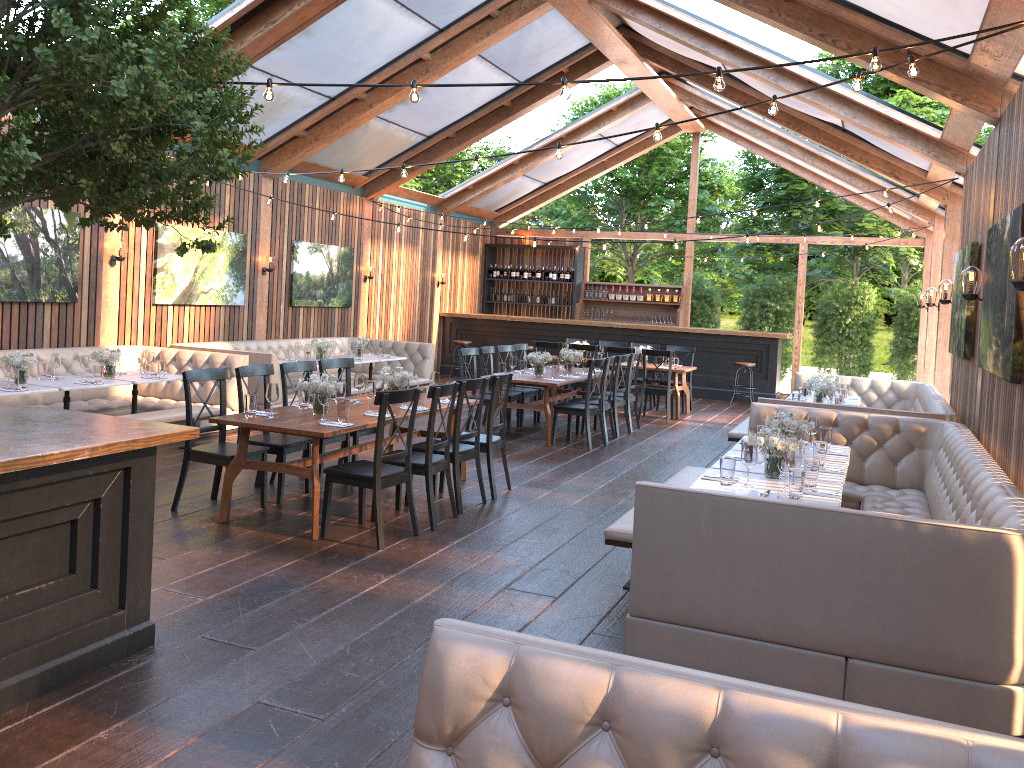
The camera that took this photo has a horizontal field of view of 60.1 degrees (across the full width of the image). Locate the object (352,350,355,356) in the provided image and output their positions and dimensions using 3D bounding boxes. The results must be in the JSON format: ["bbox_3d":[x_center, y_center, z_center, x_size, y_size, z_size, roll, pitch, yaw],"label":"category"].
[{"bbox_3d":[-2.339,-0.493,13.064,0.092,0.158,0.092,4,3,9],"label":"object"}]

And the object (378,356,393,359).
[{"bbox_3d":[-1.862,-0.393,13.016,0.255,0.019,0.158,5,6,23],"label":"object"}]

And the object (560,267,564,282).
[{"bbox_3d":[1.090,-2.381,19.244,0.078,0.311,0.078,4,2,17],"label":"object"}]

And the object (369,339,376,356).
[{"bbox_3d":[-2.097,-0.545,13.282,0.092,0.244,0.092,2,3,-25],"label":"object"}]

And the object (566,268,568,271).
[{"bbox_3d":[1.197,-2.387,19.377,0.077,0.308,0.077,3,2,1],"label":"object"}]

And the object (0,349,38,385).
[{"bbox_3d":[-4.302,-0.146,7.744,0.337,0.309,0.329,6,5,34],"label":"object"}]

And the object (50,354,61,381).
[{"bbox_3d":[-4.239,-0.156,8.210,0.092,0.244,0.092,2,2,-20],"label":"object"}]

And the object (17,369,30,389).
[{"bbox_3d":[-4.167,-0.044,7.545,0.092,0.158,0.092,4,3,9],"label":"object"}]

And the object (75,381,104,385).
[{"bbox_3d":[-3.884,-0.013,8.093,0.255,0.019,0.158,5,6,23],"label":"object"}]

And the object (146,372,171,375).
[{"bbox_3d":[-3.685,-0.111,9.192,0.158,0.019,0.255,5,6,22],"label":"object"}]

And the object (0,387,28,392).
[{"bbox_3d":[-4.187,0.041,7.381,0.255,0.019,0.158,5,6,23],"label":"object"}]

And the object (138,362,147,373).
[{"bbox_3d":[-3.847,-0.191,9.205,0.092,0.158,0.092,1,3,-31],"label":"object"}]

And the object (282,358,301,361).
[{"bbox_3d":[-2.919,-0.329,11.797,0.255,0.019,0.158,5,6,23],"label":"object"}]

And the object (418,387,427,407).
[{"bbox_3d":[-0.754,0.106,7.305,0.092,0.158,0.092,1,4,-41],"label":"object"}]

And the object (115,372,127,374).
[{"bbox_3d":[-4.049,-0.116,9.046,0.255,0.019,0.158,5,6,23],"label":"object"}]

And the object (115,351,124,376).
[{"bbox_3d":[-3.953,-0.210,8.904,0.092,0.244,0.092,2,2,-20],"label":"object"}]

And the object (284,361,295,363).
[{"bbox_3d":[-2.798,-0.282,11.396,0.158,0.019,0.255,5,6,22],"label":"object"}]

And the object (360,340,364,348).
[{"bbox_3d":[-2.231,-0.533,13.089,0.092,0.244,0.092,2,3,-25],"label":"object"}]

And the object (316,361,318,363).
[{"bbox_3d":[-2.465,-0.281,11.567,0.255,0.019,0.158,5,6,23],"label":"object"}]

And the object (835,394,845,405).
[{"bbox_3d":[3.444,0.191,9.305,0.092,0.158,0.092,4,3,9],"label":"object"}]

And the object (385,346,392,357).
[{"bbox_3d":[-1.843,-0.478,13.180,0.092,0.158,0.092,4,3,9],"label":"object"}]

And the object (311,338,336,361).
[{"bbox_3d":[-2.567,-0.468,11.926,0.330,0.309,0.336,7,5,44],"label":"object"}]

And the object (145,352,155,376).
[{"bbox_3d":[-3.668,-0.201,8.966,0.092,0.244,0.092,4,3,25],"label":"object"}]

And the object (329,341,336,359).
[{"bbox_3d":[-2.517,-0.479,12.395,0.092,0.244,0.092,2,3,-25],"label":"object"}]

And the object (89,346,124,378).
[{"bbox_3d":[-3.937,-0.214,8.632,0.337,0.309,0.329,6,5,39],"label":"object"}]

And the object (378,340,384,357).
[{"bbox_3d":[-1.947,-0.523,13.151,0.092,0.244,0.092,2,3,-25],"label":"object"}]

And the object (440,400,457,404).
[{"bbox_3d":[-0.583,0.149,7.670,0.255,0.019,0.158,5,6,23],"label":"object"}]

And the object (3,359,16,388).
[{"bbox_3d":[-4.271,-0.089,7.517,0.092,0.244,0.092,2,2,-20],"label":"object"}]

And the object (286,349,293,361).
[{"bbox_3d":[-2.931,-0.382,11.629,0.092,0.158,0.092,4,3,9],"label":"object"}]

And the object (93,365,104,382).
[{"bbox_3d":[-3.865,-0.098,8.257,0.092,0.158,0.092,4,3,9],"label":"object"}]

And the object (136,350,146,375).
[{"bbox_3d":[-3.818,-0.222,9.097,0.092,0.244,0.092,2,2,-20],"label":"object"}]

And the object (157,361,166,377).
[{"bbox_3d":[-3.565,-0.155,8.994,0.092,0.158,0.092,4,3,9],"label":"object"}]

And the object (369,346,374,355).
[{"bbox_3d":[-2.126,-0.514,13.390,0.092,0.158,0.092,4,3,9],"label":"object"}]

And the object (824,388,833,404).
[{"bbox_3d":[3.236,0.162,9.058,0.092,0.244,0.092,2,2,-20],"label":"object"}]

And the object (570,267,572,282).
[{"bbox_3d":[1.298,-2.391,19.352,0.087,0.333,0.088,3,2,2],"label":"object"}]

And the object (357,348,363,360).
[{"bbox_3d":[-2.144,-0.421,12.442,0.092,0.158,0.092,4,3,9],"label":"object"}]

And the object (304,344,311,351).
[{"bbox_3d":[-2.653,-0.396,11.483,0.092,0.244,0.092,2,2,-20],"label":"object"}]

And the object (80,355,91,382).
[{"bbox_3d":[-3.969,-0.144,8.229,0.092,0.244,0.092,2,2,-20],"label":"object"}]

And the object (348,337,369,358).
[{"bbox_3d":[-2.222,-0.537,12.814,0.329,0.309,0.337,3,4,-3],"label":"object"}]

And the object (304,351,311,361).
[{"bbox_3d":[-2.629,-0.341,11.379,0.092,0.158,0.092,4,3,9],"label":"object"}]

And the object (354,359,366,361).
[{"bbox_3d":[-2.163,-0.336,12.278,0.255,0.019,0.158,5,6,23],"label":"object"}]

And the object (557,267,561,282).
[{"bbox_3d":[1.026,-2.389,19.304,0.077,0.308,0.077,3,2,1],"label":"object"}]

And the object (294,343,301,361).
[{"bbox_3d":[-2.823,-0.422,11.655,0.092,0.244,0.092,2,2,-20],"label":"object"}]

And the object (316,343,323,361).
[{"bbox_3d":[-2.549,-0.412,11.702,0.092,0.244,0.092,2,2,-20],"label":"object"}]

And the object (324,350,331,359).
[{"bbox_3d":[-2.446,-0.366,11.730,0.092,0.158,0.092,4,3,9],"label":"object"}]

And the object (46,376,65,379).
[{"bbox_3d":[-4.335,-0.063,8.352,0.255,0.019,0.158,5,6,23],"label":"object"}]

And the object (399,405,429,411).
[{"bbox_3d":[-0.807,0.190,7.132,0.255,0.019,0.158,5,6,23],"label":"object"}]

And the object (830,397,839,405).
[{"bbox_3d":[3.260,0.216,8.953,0.092,0.158,0.092,4,3,9],"label":"object"}]

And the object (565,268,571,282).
[{"bbox_3d":[1.213,-2.374,19.236,0.136,0.315,0.136,4,3,29],"label":"object"}]

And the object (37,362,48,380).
[{"bbox_3d":[-4.347,-0.117,8.185,0.092,0.158,0.092,4,3,9],"label":"object"}]

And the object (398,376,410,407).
[{"bbox_3d":[-0.888,0.061,7.258,0.092,0.244,0.092,4,3,25],"label":"object"}]

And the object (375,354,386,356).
[{"bbox_3d":[-1.964,-0.434,13.377,0.158,0.019,0.255,5,6,22],"label":"object"}]

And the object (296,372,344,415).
[{"bbox_3d":[-1.410,0.072,6.534,0.336,0.309,0.330,4,4,18],"label":"object"}]

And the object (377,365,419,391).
[{"bbox_3d":[-0.984,0.000,7.492,0.336,0.309,0.330,1,4,-30],"label":"object"}]

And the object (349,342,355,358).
[{"bbox_3d":[-2.247,-0.466,12.414,0.092,0.244,0.092,2,3,-25],"label":"object"}]

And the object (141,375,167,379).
[{"bbox_3d":[-3.584,-0.070,8.831,0.255,0.019,0.158,5,6,23],"label":"object"}]
